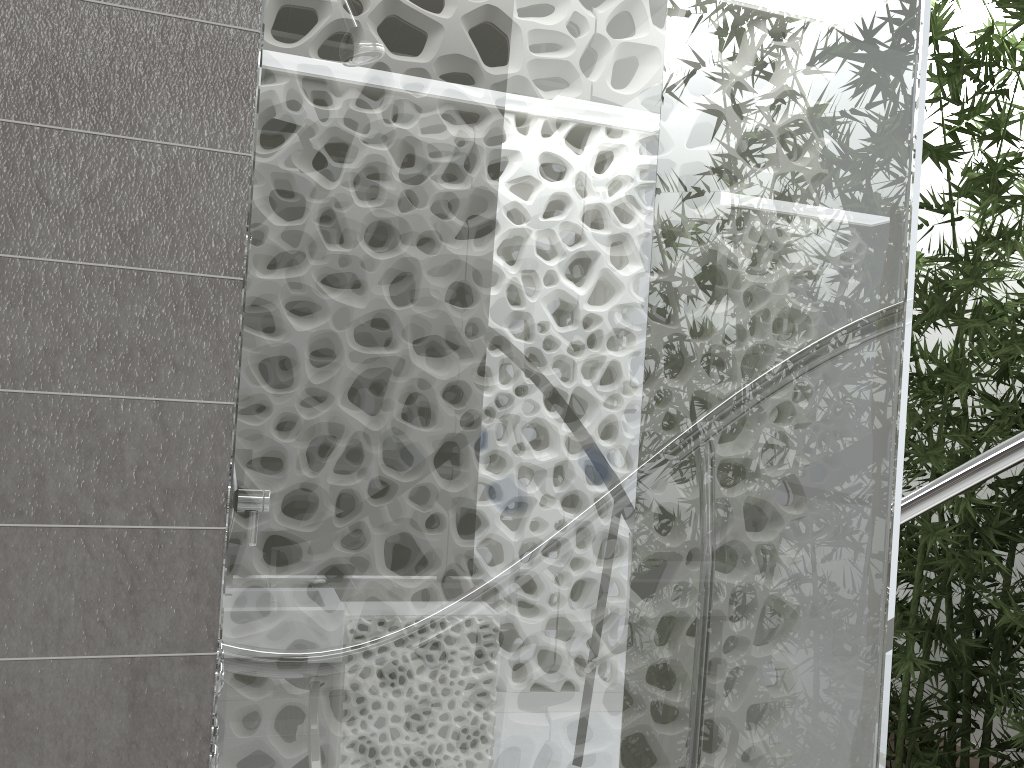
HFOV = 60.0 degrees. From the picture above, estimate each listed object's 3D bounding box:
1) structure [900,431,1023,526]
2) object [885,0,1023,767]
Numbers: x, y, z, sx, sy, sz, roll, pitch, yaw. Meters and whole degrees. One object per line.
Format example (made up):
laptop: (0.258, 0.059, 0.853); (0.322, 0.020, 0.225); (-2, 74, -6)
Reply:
structure: (-1.442, 0.536, 2.045); (5.250, 2.080, 5.433); (4, -1, -23)
object: (2.106, -0.145, 2.808); (4.097, 4.038, 4.664); (3, -1, 31)
